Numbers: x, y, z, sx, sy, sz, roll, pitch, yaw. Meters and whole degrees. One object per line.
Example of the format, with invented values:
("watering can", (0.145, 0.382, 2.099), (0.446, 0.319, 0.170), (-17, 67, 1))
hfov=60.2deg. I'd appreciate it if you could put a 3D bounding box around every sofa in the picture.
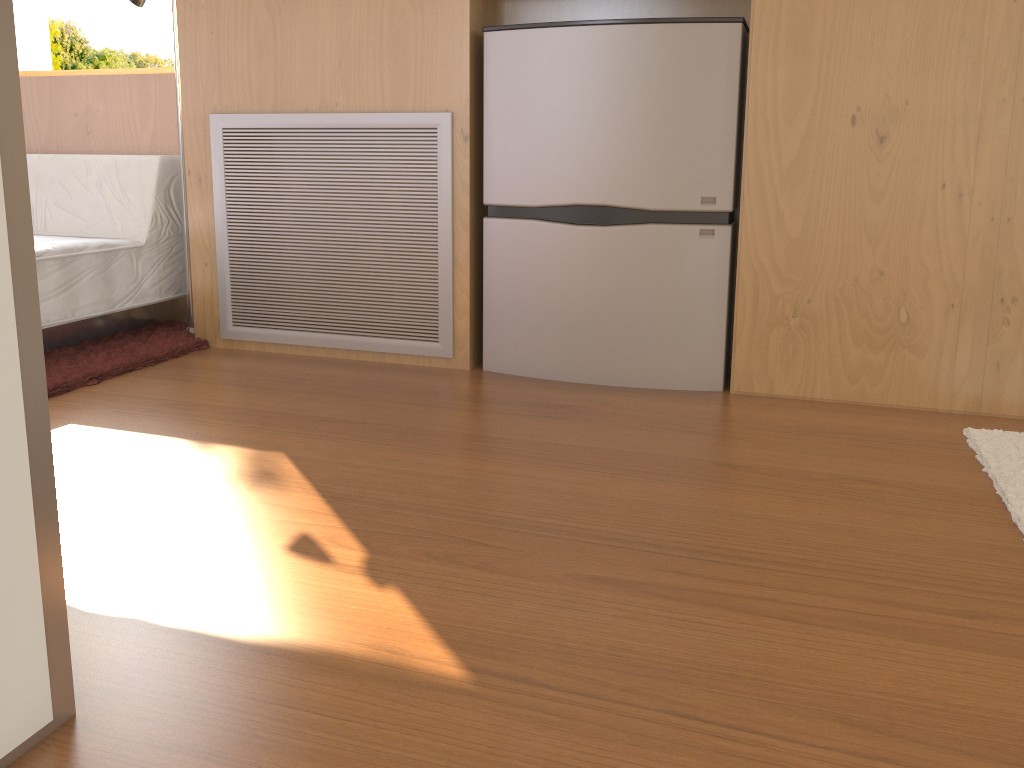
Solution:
("sofa", (-2.357, -0.496, 3.095), (2.357, 0.620, 0.875), (5, 14, 18))

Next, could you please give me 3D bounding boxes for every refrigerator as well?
("refrigerator", (0.275, -0.508, 2.526), (0.714, 0.973, 0.265), (4, 11, 18))

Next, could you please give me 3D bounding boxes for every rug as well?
("rug", (2.698, 0.388, 1.102), (3.726, 0.011, 0.930), (5, 15, 18))
("rug", (-2.399, -0.074, 2.692), (2.483, 0.020, 1.913), (5, 15, 18))

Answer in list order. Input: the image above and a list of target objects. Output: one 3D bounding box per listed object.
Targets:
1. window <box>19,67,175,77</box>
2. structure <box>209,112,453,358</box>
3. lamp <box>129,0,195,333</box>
("window", (-1.622, -1.562, 3.362), (1.498, 0.779, 0.036), (5, 11, 18))
("structure", (-0.563, -0.464, 2.717), (0.820, 0.711, 0.013), (5, 11, 18))
("lamp", (-1.148, -0.756, 2.986), (0.254, 1.180, 0.185), (-1, 11, -6))
